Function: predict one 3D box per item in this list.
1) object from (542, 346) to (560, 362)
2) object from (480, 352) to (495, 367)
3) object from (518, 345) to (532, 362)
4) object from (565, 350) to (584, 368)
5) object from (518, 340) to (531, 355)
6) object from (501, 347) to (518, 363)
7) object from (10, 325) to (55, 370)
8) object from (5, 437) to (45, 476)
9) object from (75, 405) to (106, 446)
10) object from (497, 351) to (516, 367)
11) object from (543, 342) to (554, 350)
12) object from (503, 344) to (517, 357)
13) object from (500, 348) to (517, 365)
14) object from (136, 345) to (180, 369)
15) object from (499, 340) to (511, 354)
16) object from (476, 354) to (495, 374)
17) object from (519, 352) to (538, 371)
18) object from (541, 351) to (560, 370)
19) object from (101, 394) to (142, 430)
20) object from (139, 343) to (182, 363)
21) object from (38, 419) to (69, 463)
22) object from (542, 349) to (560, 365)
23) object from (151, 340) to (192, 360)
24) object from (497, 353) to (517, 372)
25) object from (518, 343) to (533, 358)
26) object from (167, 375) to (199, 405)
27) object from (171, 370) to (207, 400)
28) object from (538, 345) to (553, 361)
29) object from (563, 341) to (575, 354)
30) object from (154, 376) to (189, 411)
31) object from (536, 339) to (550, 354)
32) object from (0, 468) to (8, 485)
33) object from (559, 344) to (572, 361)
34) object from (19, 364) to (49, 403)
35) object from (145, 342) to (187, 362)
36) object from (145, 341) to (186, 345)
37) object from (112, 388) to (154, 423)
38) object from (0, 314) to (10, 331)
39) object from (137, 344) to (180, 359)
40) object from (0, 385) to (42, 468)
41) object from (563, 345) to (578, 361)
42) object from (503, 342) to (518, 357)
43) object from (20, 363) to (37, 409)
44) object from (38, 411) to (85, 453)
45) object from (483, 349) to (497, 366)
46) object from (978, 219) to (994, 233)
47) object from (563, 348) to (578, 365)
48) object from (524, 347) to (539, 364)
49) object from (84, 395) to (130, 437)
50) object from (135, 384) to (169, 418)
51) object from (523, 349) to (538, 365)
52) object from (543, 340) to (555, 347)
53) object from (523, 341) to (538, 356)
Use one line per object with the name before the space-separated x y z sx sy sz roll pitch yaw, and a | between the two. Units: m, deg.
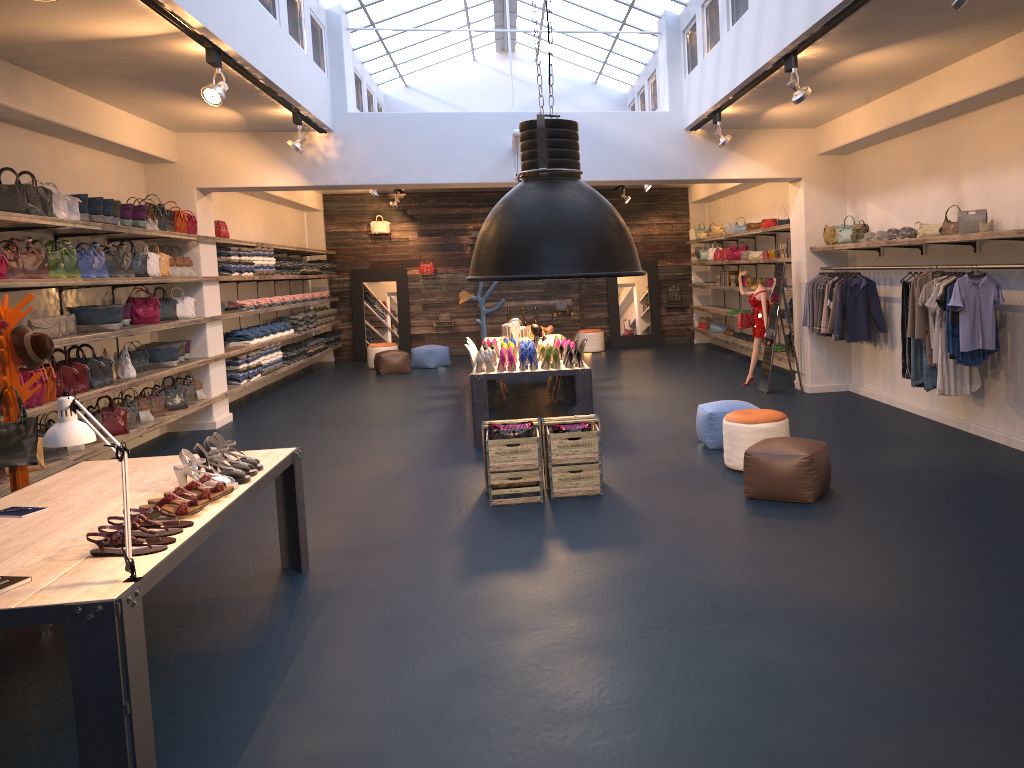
object | 0.435 -0.323 9.594 0.208 0.194 0.236 -3 6 -8
object | -0.285 -0.252 9.227 0.210 0.194 0.233 -4 6 -12
object | 0.166 -0.347 9.850 0.205 0.194 0.239 -3 6 -4
object | 0.652 -0.267 9.101 0.205 0.194 0.239 -3 6 -4
object | 0.172 -0.455 10.684 0.205 0.194 0.239 -3 6 -4
object | -0.046 -0.334 9.802 0.201 0.194 0.244 -2 6 4
object | -3.059 -0.236 5.591 0.183 0.289 0.273 -2 6 4
object | -3.717 0.477 6.500 0.178 0.384 0.459 1 6 34
object | -3.725 0.364 7.592 0.201 0.337 0.406 1 7 34
object | -0.059 -0.265 9.274 0.205 0.194 0.239 -3 6 -4
object | 0.421 -0.397 10.168 0.205 0.194 0.239 -3 6 -4
object | -0.044 -0.369 10.076 0.205 0.194 0.239 -3 6 -4
object | -0.055 -0.300 9.541 0.203 0.194 0.242 -2 6 1
object | -3.771 -0.284 9.274 0.446 0.231 0.167 -5 6 -25
object | -0.061 -0.442 10.648 0.204 0.194 0.241 -2 6 -1
object | -0.283 -0.215 8.946 0.202 0.194 0.243 -2 6 2
object | 0.165 -0.244 9.050 0.201 0.194 0.244 -2 6 4
object | 0.402 -0.254 9.067 0.209 0.194 0.234 -3 6 -11
object | -3.709 0.275 8.290 0.200 0.337 0.407 1 7 37
object | -3.879 -0.321 9.611 0.450 0.234 0.165 -6 6 -30
object | -3.702 0.455 6.890 0.200 0.337 0.407 1 7 37
object | 0.418 -0.290 9.337 0.205 0.194 0.239 -3 6 -4
object | -3.969 -0.387 10.146 0.446 0.234 0.167 -5 6 -25
object | -0.055 -0.229 8.994 0.207 0.194 0.237 -3 6 -7
object | 0.176 -0.387 10.154 0.212 0.194 0.239 -3 6 -4
object | -3.718 0.074 9.846 0.200 0.337 0.407 1 7 37
object | -3.803 0.023 10.163 0.165 0.365 0.415 1 7 38
object | 0.389 -0.357 9.866 0.205 0.194 0.239 -3 6 -4
object | 0.669 -0.409 10.195 0.208 0.194 0.236 -3 6 -8
object | -3.725 0.096 9.455 0.179 0.384 0.457 0 6 31
object | 0.384 -0.464 10.695 0.208 0.194 0.236 -3 6 -8
object | -3.717 0.561 6.067 0.201 0.337 0.406 1 7 34
object | 0.613 -0.373 9.932 0.201 0.194 0.245 -2 6 4
object | -3.768 -0.016 6.746 0.268 0.360 0.200 -7 7 -42
object | -3.896 -0.344 9.796 0.447 0.234 0.166 -5 6 -26
object | -3.959 -0.363 9.957 0.450 0.234 0.165 -6 6 -30
object | -3.795 0.219 8.643 0.165 0.365 0.415 1 7 38
object | -3.180 -0.389 5.415 0.082 0.112 0.062 -5 5 -24
object | -3.833 -0.302 9.436 0.451 0.231 0.165 -6 6 -33
object | -3.165 0.274 5.442 0.378 0.522 0.201 -2 4 0
object | 0.661 -0.339 9.657 0.205 0.194 0.239 -3 6 -4
object | -0.036 -0.407 10.362 0.205 0.194 0.239 -3 6 -4
object | -3.716 0.023 6.499 0.232 0.341 0.288 0 6 27
object | -3.787 0.404 7.207 0.165 0.365 0.415 1 7 38
object | -0.259 -0.288 9.505 0.213 0.194 0.230 -4 6 -17
object | 4.256 -1.421 7.798 0.121 0.133 0.087 1 6 31
object | 0.648 -0.303 9.378 0.205 0.194 0.239 -3 6 -4
object | 0.196 -0.316 9.597 0.207 0.194 0.237 -3 6 -6
object | -3.725 0.288 7.967 0.178 0.384 0.459 1 6 34
object | -3.733 0.180 9.024 0.201 0.337 0.406 1 7 34
object | 0.179 -0.282 9.338 0.205 0.194 0.239 -3 6 -4
object | 0.436 -0.433 10.446 0.205 0.194 0.239 -3 6 -4
object | 0.205 -0.421 10.415 0.205 0.194 0.239 -3 6 -4
